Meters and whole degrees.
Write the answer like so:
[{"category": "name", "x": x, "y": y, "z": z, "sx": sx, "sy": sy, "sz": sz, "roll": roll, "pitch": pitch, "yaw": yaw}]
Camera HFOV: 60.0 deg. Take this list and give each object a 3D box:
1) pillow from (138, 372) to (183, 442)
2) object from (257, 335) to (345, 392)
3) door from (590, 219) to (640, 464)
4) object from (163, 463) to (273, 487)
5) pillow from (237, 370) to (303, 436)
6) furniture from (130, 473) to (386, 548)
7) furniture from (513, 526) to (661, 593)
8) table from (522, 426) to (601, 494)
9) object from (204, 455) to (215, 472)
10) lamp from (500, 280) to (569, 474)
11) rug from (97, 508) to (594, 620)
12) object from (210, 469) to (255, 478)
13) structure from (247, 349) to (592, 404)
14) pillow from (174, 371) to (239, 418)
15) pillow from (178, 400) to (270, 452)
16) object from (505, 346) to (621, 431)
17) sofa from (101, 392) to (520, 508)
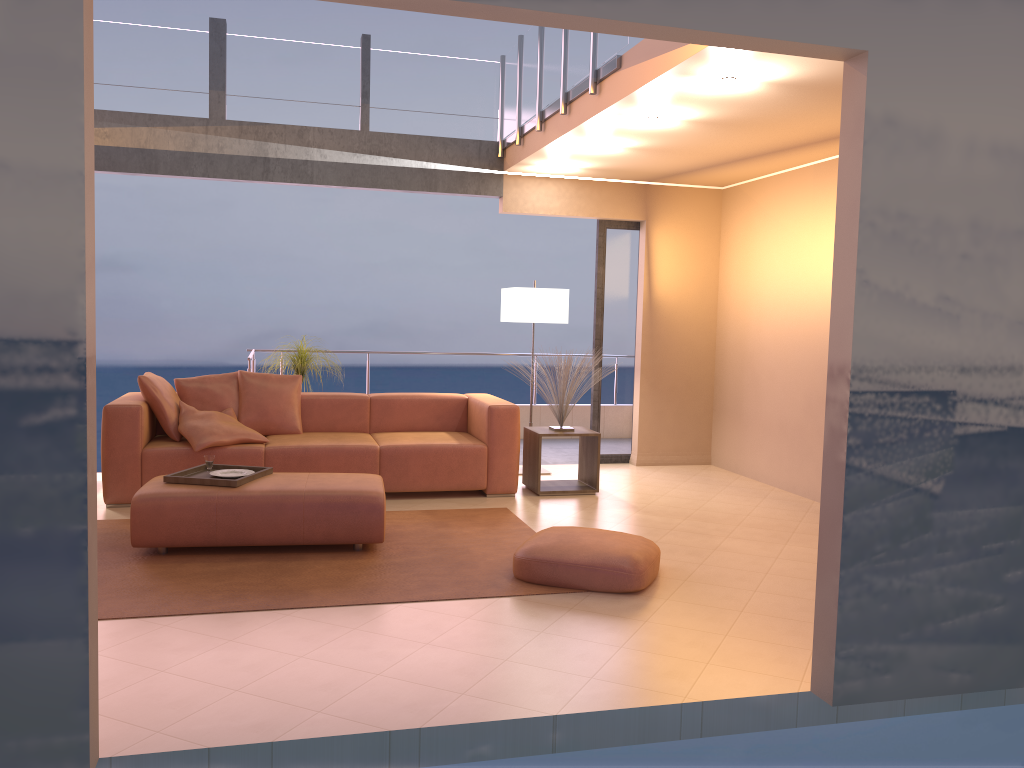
[{"category": "pillow", "x": -2.375, "y": 0.153, "z": 6.071, "sx": 0.314, "sy": 0.455, "sz": 0.519, "roll": 0, "pitch": 4, "yaw": -19}, {"category": "object", "x": -1.760, "y": 0.136, "z": 7.352, "sx": 0.729, "sy": 1.088, "sz": 0.703, "roll": 6, "pitch": 6, "yaw": 43}, {"category": "door", "x": 0.953, "y": -0.365, "z": 7.877, "sx": 0.480, "sy": 2.160, "sz": 0.056, "roll": 0, "pitch": 4, "yaw": -15}, {"category": "object", "x": -1.611, "y": 0.500, "z": 4.896, "sx": 0.421, "sy": 0.034, "sz": 0.436, "roll": 2, "pitch": 4, "yaw": 10}, {"category": "pillow", "x": -1.755, "y": 0.139, "z": 6.426, "sx": 0.470, "sy": 0.468, "sz": 0.211, "roll": 0, "pitch": 4, "yaw": -20}, {"category": "furniture", "x": -1.357, "y": 0.672, "z": 4.904, "sx": 1.291, "sy": 0.301, "sz": 0.685, "roll": 1, "pitch": 4, "yaw": -10}, {"category": "furniture", "x": 0.386, "y": 0.870, "z": 4.479, "sx": 0.699, "sy": 0.226, "sz": 0.659, "roll": 3, "pitch": 4, "yaw": 15}, {"category": "table", "x": 0.362, "y": 0.559, "z": 6.604, "sx": 0.469, "sy": 0.436, "sz": 0.415, "roll": 0, "pitch": 4, "yaw": -15}, {"category": "object", "x": -1.719, "y": 0.454, "z": 5.038, "sx": 0.061, "sy": 0.091, "sz": 0.061, "roll": -1, "pitch": 5, "yaw": -30}, {"category": "lamp", "x": 0.166, "y": -0.063, "z": 7.334, "sx": 0.454, "sy": 1.578, "sz": 0.454, "roll": 0, "pitch": 4, "yaw": -15}, {"category": "rug", "x": -1.069, "y": 0.893, "z": 4.720, "sx": 2.626, "sy": 0.005, "sz": 1.833, "roll": 0, "pitch": 4, "yaw": -15}, {"category": "object", "x": -1.557, "y": 0.502, "z": 4.935, "sx": 0.240, "sy": 0.018, "sz": 0.240, "roll": 5, "pitch": 5, "yaw": 39}, {"category": "structure", "x": -0.370, "y": 0.005, "z": 8.436, "sx": 4.176, "sy": 0.541, "sz": 1.663, "roll": 0, "pitch": 4, "yaw": -15}, {"category": "pillow", "x": -2.135, "y": 0.134, "z": 6.328, "sx": 0.492, "sy": 0.446, "sz": 0.255, "roll": -1, "pitch": 5, "yaw": -32}, {"category": "pillow", "x": -1.994, "y": 0.264, "z": 5.973, "sx": 0.514, "sy": 0.292, "sz": 0.517, "roll": 6, "pitch": 6, "yaw": 44}, {"category": "object", "x": 0.356, "y": 0.019, "z": 6.647, "sx": 0.703, "sy": 0.634, "sz": 0.700, "roll": 4, "pitch": 5, "yaw": 31}, {"category": "sofa", "x": -1.383, "y": 0.426, "z": 6.391, "sx": 2.781, "sy": 0.672, "sz": 0.943, "roll": 0, "pitch": 4, "yaw": -15}]
